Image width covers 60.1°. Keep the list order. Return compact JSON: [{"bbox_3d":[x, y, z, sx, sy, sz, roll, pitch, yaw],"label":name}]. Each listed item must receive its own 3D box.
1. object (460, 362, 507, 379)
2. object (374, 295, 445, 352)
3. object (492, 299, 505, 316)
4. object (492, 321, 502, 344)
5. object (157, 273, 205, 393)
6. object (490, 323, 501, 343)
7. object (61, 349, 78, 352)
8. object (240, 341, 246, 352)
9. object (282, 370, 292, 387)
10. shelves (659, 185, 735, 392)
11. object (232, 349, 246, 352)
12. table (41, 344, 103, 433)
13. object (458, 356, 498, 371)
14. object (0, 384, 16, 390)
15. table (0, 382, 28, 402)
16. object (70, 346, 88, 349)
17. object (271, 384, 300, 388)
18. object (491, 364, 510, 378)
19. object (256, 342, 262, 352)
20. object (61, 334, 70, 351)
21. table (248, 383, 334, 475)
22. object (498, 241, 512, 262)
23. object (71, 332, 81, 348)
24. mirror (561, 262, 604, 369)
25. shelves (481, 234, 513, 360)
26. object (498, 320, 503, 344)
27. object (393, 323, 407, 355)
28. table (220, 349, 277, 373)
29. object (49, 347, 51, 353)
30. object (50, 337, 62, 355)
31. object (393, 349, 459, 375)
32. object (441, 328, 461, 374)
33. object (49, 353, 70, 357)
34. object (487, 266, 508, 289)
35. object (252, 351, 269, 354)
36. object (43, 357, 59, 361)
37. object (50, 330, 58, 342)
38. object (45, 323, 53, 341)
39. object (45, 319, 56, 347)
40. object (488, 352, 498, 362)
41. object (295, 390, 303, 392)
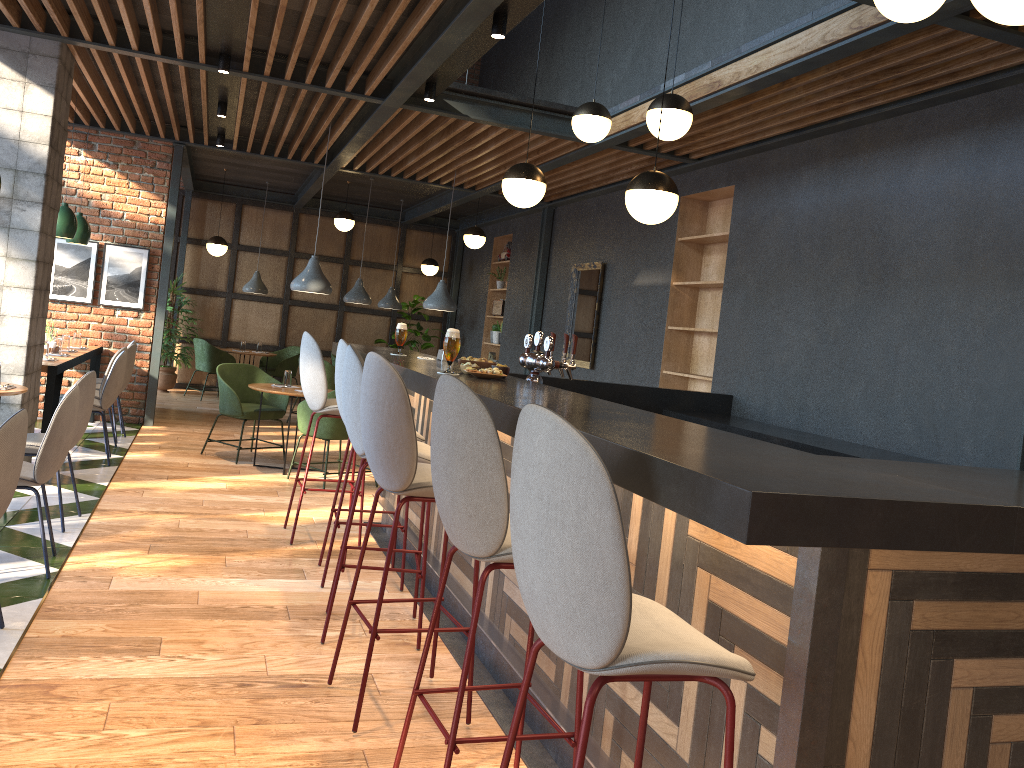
[{"bbox_3d":[-0.120,-0.053,3.605,0.164,0.052,0.292,6,3,-10],"label":"object"},{"bbox_3d":[-1.587,-0.482,13.549,1.056,1.794,0.723,6,1,-9],"label":"object"},{"bbox_3d":[-0.120,-1.057,12.384,0.198,0.241,0.341,6,2,-24],"label":"object"},{"bbox_3d":[-0.191,-0.722,12.346,0.213,0.329,0.233,6,1,-13],"label":"object"},{"bbox_3d":[-4.829,-0.749,12.413,0.916,1.722,0.976,7,1,36],"label":"object"},{"bbox_3d":[-0.227,-0.721,12.561,0.172,0.295,0.190,5,2,-45],"label":"object"},{"bbox_3d":[-3.949,-0.301,7.862,0.157,0.019,0.243,5,3,-19],"label":"object"},{"bbox_3d":[-3.765,-0.528,12.396,0.080,0.138,0.080,5,2,-40],"label":"object"},{"bbox_3d":[-1.938,-0.047,7.649,0.080,0.138,0.080,6,2,-37],"label":"object"},{"bbox_3d":[1.566,-0.216,7.286,0.284,2.705,0.838,6,1,-19],"label":"shelves"},{"bbox_3d":[-3.796,-0.464,12.385,0.243,0.019,0.157,9,4,37],"label":"object"},{"bbox_3d":[-4.058,0.098,7.574,0.657,0.765,2.780,6,3,-19],"label":"table"},{"bbox_3d":[-0.150,-0.082,3.868,0.168,0.072,0.168,7,3,1],"label":"object"},{"bbox_3d":[-2.861,0.012,4.907,0.157,0.019,0.243,6,3,-14],"label":"object"},{"bbox_3d":[-3.098,0.372,4.872,0.699,0.746,0.701,6,2,-9],"label":"table"},{"bbox_3d":[-4.105,-0.349,8.388,0.157,0.019,0.243,5,3,-19],"label":"object"},{"bbox_3d":[-1.949,0.016,7.680,0.158,0.019,0.242,9,4,40],"label":"object"},{"bbox_3d":[-0.051,-0.056,3.726,0.078,0.060,0.108,6,3,-11],"label":"object"},{"bbox_3d":[-3.605,-0.523,12.634,0.080,0.138,0.080,5,2,-40],"label":"object"},{"bbox_3d":[-3.970,-0.370,7.874,0.080,0.138,0.080,8,2,44],"label":"object"},{"bbox_3d":[-1.874,0.386,7.573,0.808,0.687,0.807,7,2,12],"label":"table"},{"bbox_3d":[-0.033,-1.834,12.327,0.204,0.285,0.518,6,3,-19],"label":"object"},{"bbox_3d":[-4.127,-0.418,8.400,0.080,0.138,0.080,8,2,44],"label":"object"},{"bbox_3d":[0.745,-0.723,9.271,0.061,1.085,0.770,6,1,-19],"label":"mirror"},{"bbox_3d":[-0.141,-0.701,12.347,0.284,2.705,0.838,6,1,-19],"label":"shelves"},{"bbox_3d":[-0.112,-0.710,12.120,0.143,0.349,0.144,6,1,-2],"label":"object"},{"bbox_3d":[-0.622,-0.253,4.943,0.070,0.178,0.070,6,1,-15],"label":"object"},{"bbox_3d":[-3.776,-0.115,12.536,0.809,0.687,0.807,7,2,21],"label":"table"},{"bbox_3d":[-3.987,-0.301,7.557,0.251,0.046,0.254,3,5,-45],"label":"object"},{"bbox_3d":[-3.774,-0.317,7.341,0.080,0.138,0.080,7,1,34],"label":"object"},{"bbox_3d":[-0.328,-0.143,4.291,0.321,0.106,1.514,6,3,-16],"label":"object"},{"bbox_3d":[-0.246,-0.134,3.577,0.070,0.182,0.070,7,1,1],"label":"object"},{"bbox_3d":[-3.752,-0.248,7.329,0.157,0.019,0.243,5,3,-19],"label":"object"},{"bbox_3d":[-0.131,-1.489,12.392,0.174,0.329,0.538,6,3,-40],"label":"object"},{"bbox_3d":[-3.582,-0.454,12.641,0.243,0.019,0.157,9,4,37],"label":"object"},{"bbox_3d":[-3.567,-0.195,6.774,0.157,0.019,0.243,5,3,-19],"label":"object"},{"bbox_3d":[-4.317,-0.436,8.338,0.080,0.138,0.080,7,1,3],"label":"object"},{"bbox_3d":[-4.015,-0.424,7.590,0.145,0.276,0.146,6,1,-38],"label":"object"},{"bbox_3d":[-3.920,-0.411,7.507,0.115,0.282,0.128,6,1,-23],"label":"object"},{"bbox_3d":[-0.236,-0.309,12.382,0.150,0.257,0.523,6,3,-19],"label":"object"},{"bbox_3d":[-1.709,0.057,7.449,0.158,0.019,0.242,9,4,40],"label":"object"}]
